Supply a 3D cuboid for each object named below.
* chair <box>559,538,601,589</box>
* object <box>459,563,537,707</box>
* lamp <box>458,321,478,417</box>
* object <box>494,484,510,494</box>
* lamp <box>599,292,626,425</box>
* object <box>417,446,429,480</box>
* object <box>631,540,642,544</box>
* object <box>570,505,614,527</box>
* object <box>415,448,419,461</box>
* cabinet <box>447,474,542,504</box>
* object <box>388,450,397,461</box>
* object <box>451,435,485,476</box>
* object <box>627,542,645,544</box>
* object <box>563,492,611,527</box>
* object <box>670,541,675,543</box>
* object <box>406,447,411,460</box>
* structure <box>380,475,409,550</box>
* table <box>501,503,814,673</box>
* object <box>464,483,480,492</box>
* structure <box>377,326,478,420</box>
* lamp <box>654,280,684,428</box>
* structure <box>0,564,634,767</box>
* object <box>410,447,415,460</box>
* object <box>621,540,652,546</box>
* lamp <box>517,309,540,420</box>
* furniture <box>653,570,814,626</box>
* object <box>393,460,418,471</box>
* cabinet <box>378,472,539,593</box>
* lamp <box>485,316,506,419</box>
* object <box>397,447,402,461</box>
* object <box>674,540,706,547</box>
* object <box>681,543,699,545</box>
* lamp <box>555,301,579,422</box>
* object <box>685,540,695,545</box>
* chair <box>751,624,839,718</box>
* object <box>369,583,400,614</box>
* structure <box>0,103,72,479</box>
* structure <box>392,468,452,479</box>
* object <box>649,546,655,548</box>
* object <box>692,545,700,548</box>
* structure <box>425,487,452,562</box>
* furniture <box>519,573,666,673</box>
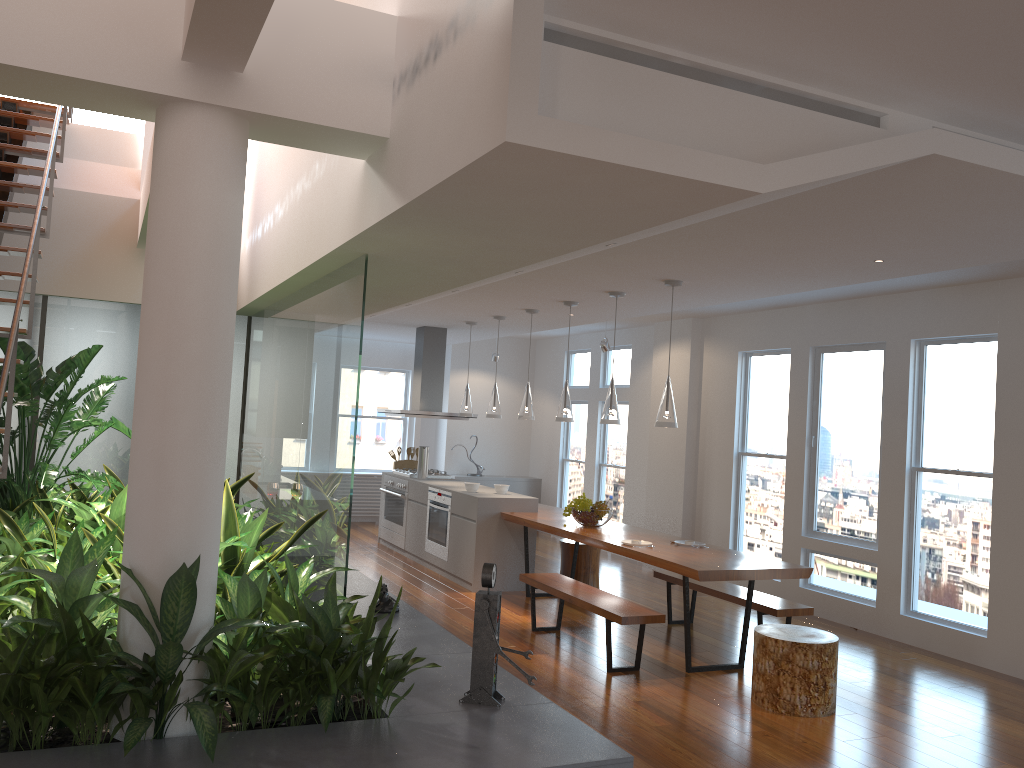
[{"bbox_3d":[0.622,1.675,8.152,0.396,0.455,0.402,5,-3,-35],"label":"chair"},{"bbox_3d":[-0.036,1.022,3.621,0.318,0.565,0.134,3,-2,12],"label":"object"},{"bbox_3d":[-0.452,-0.189,9.273,0.160,1.060,0.160,3,-2,2],"label":"lamp"},{"bbox_3d":[-0.099,0.989,8.319,0.152,0.082,0.152,2,-3,26],"label":"object"},{"bbox_3d":[0.764,-0.228,6.649,0.160,1.060,0.160,3,-2,2],"label":"lamp"},{"bbox_3d":[-0.956,0.857,9.621,0.120,0.356,0.172,2,-3,23],"label":"object"},{"bbox_3d":[0.873,1.113,6.223,0.079,0.030,0.070,2,-3,29],"label":"object"},{"bbox_3d":[0.645,1.083,7.193,0.360,0.159,0.360,2,-3,29],"label":"object"},{"bbox_3d":[-1.128,0.904,10.529,0.068,0.298,0.039,4,-3,-25],"label":"object"},{"bbox_3d":[-0.280,1.649,12.337,1.309,0.725,0.420,4,-3,-25],"label":"cabinet"},{"bbox_3d":[-1.365,0.902,10.436,0.199,0.259,0.016,4,-2,-14],"label":"object"},{"bbox_3d":[-0.573,0.979,12.163,0.210,0.563,0.590,2,-3,36],"label":"object"},{"bbox_3d":[0.872,1.123,6.223,0.124,0.011,0.124,3,-2,-4],"label":"object"},{"bbox_3d":[0.620,1.018,7.197,0.292,0.284,0.394,2,-3,29],"label":"object"},{"bbox_3d":[1.214,1.152,6.464,0.149,0.014,0.044,4,-3,-23],"label":"object"},{"bbox_3d":[-1.224,0.896,10.504,0.061,0.299,0.040,5,-3,-27],"label":"object"},{"bbox_3d":[-1.085,1.436,10.045,0.649,0.735,0.890,4,-3,-25],"label":"structure"},{"bbox_3d":[0.218,1.520,8.108,0.893,0.704,5.996,4,-3,-25],"label":"table"},{"bbox_3d":[-0.376,0.973,8.326,0.152,0.082,0.152,3,-2,15],"label":"object"},{"bbox_3d":[-0.937,-0.314,10.122,0.909,1.405,0.900,4,-3,-25],"label":"structure"},{"bbox_3d":[1.068,-0.237,5.993,0.160,1.060,0.160,3,-2,2],"label":"lamp"},{"bbox_3d":[-1.905,1.420,4.448,3.088,0.386,5.584,4,-3,-25],"label":"structure"},{"bbox_3d":[-1.185,0.899,10.500,0.057,0.299,0.019,4,-3,-25],"label":"object"},{"bbox_3d":[0.873,1.119,6.223,0.222,0.020,0.222,3,-2,16],"label":"object"},{"bbox_3d":[0.156,-0.208,7.961,0.160,1.060,0.160,3,-2,2],"label":"lamp"},{"bbox_3d":[1.570,1.693,6.522,0.316,0.389,1.433,4,-3,-25],"label":"furniture"},{"bbox_3d":[-1.225,0.975,10.491,0.353,0.157,0.084,4,-3,-25],"label":"object"},{"bbox_3d":[-0.668,1.452,9.237,0.597,0.832,2.936,4,-3,-25],"label":"cabinet"},{"bbox_3d":[-0.148,-0.199,8.617,0.160,1.060,0.160,3,-2,2],"label":"lamp"},{"bbox_3d":[-1.332,0.887,10.454,0.055,0.299,0.027,4,-3,-25],"label":"object"},{"bbox_3d":[1.274,1.147,6.356,0.222,0.020,0.222,5,-3,-33],"label":"object"},{"bbox_3d":[1.274,1.152,6.356,0.124,0.011,0.124,5,-3,-42],"label":"object"},{"bbox_3d":[0.460,-0.218,7.305,0.160,1.060,0.160,3,-2,2],"label":"lamp"},{"bbox_3d":[1.275,1.141,6.356,0.079,0.030,0.070,3,-3,19],"label":"object"},{"bbox_3d":[1.614,1.626,5.068,0.460,0.400,0.460,4,-2,-15],"label":"chair"},{"bbox_3d":[-0.755,1.247,5.177,0.181,0.155,0.216,2,-3,30],"label":"object"},{"bbox_3d":[-2.255,-0.666,5.046,2.552,4.265,4.591,4,-3,-25],"label":"structure"},{"bbox_3d":[-1.028,1.014,10.091,0.520,0.073,0.650,4,-3,-25],"label":"structure"},{"bbox_3d":[0.916,1.119,6.095,0.149,0.014,0.044,4,-3,-26],"label":"object"},{"bbox_3d":[1.331,1.146,6.265,0.158,0.017,0.019,5,-3,-30],"label":"object"},{"bbox_3d":[-0.714,1.356,8.663,0.072,0.648,0.644,4,-3,-25],"label":"structure"},{"bbox_3d":[0.489,1.610,6.023,0.316,0.389,1.433,4,-3,-25],"label":"furniture"}]
